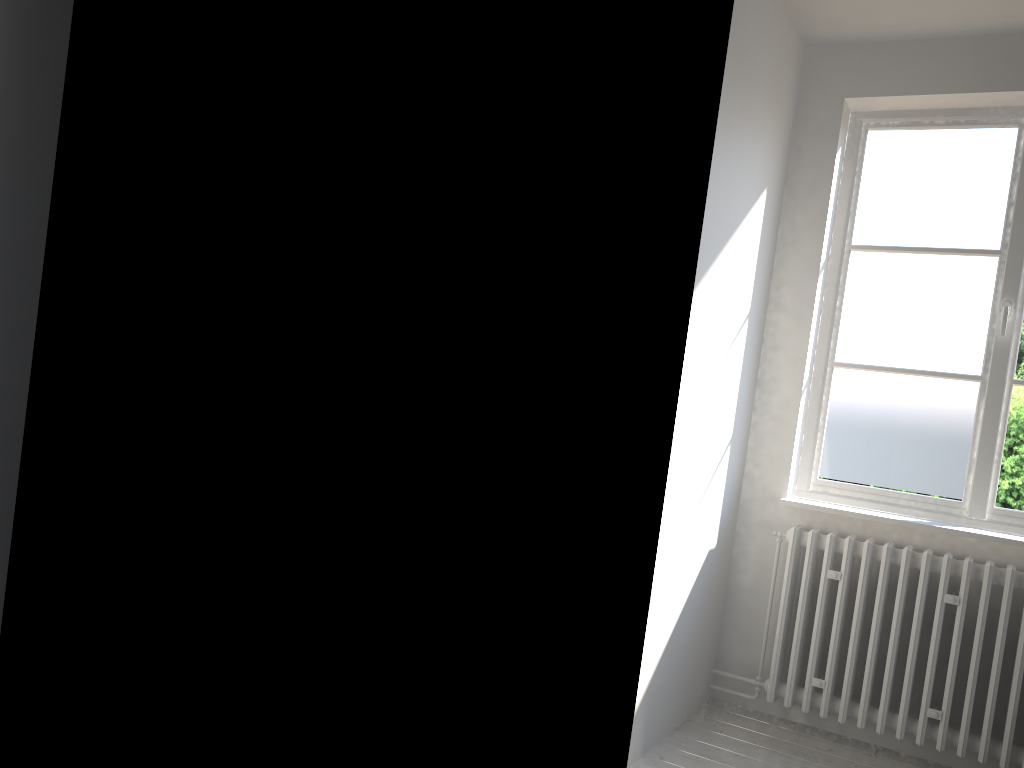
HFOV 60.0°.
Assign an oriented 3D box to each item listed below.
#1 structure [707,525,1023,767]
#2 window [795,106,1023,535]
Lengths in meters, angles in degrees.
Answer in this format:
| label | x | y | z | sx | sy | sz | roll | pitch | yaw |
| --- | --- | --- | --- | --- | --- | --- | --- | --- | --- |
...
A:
| label | x | y | z | sx | sy | sz | roll | pitch | yaw |
| --- | --- | --- | --- | --- | --- | --- | --- | --- | --- |
| structure | 1.135 | 0.919 | 3.262 | 2.095 | 0.761 | 0.175 | 8 | 1 | 29 |
| window | 1.787 | -0.228 | 3.206 | 1.283 | 1.565 | 0.116 | 8 | 2 | 29 |
